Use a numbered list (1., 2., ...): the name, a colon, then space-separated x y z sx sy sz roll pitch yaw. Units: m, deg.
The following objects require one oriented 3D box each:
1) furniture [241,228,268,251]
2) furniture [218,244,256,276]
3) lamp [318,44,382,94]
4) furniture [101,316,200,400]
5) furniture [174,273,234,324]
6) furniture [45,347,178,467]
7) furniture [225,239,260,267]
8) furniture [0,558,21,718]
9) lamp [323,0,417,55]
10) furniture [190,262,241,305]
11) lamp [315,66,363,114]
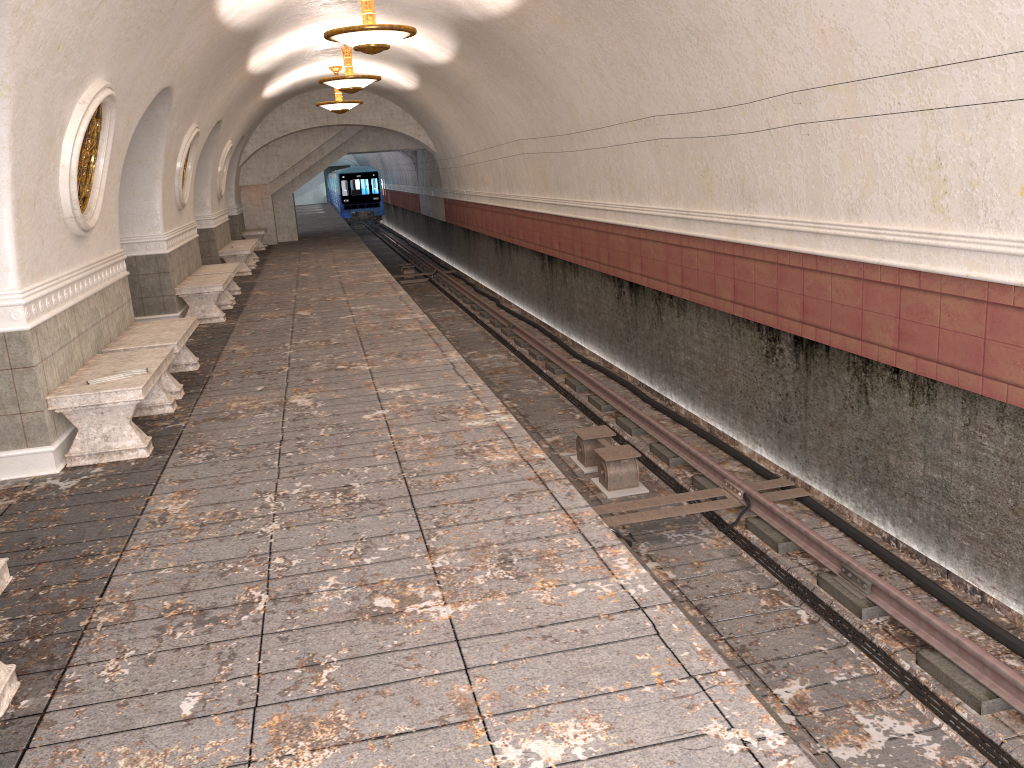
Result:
1. furniture: -6.962 -3.924 24.074 0.613 0.508 1.509 -7 14 -11
2. furniture: -5.577 -2.526 18.087 0.613 0.508 1.509 -7 14 -11
3. lamp: -2.618 -5.133 14.171 1.008 0.955 1.008 -3 14 4
4. furniture: -3.314 -0.240 8.300 0.613 0.508 1.509 -7 14 -11
5. furniture: -4.267 -1.203 12.423 0.613 0.508 1.509 -7 14 -11
6. furniture: -2.944 0.133 6.703 0.613 0.508 1.509 -7 14 -11
7. furniture: -5.947 -2.899 19.685 0.613 0.508 1.509 -7 14 -11
8. furniture: -1.993 1.093 2.592 0.613 0.508 1.509 -7 14 -11
9. lamp: -1.557 -4.062 9.584 1.008 0.955 1.008 -3 14 4
10. furniture: -4.637 -1.576 14.020 0.613 0.508 1.509 -7 14 -11
11. lamp: -3.679 -6.204 18.759 1.008 0.955 1.008 5 17 33
